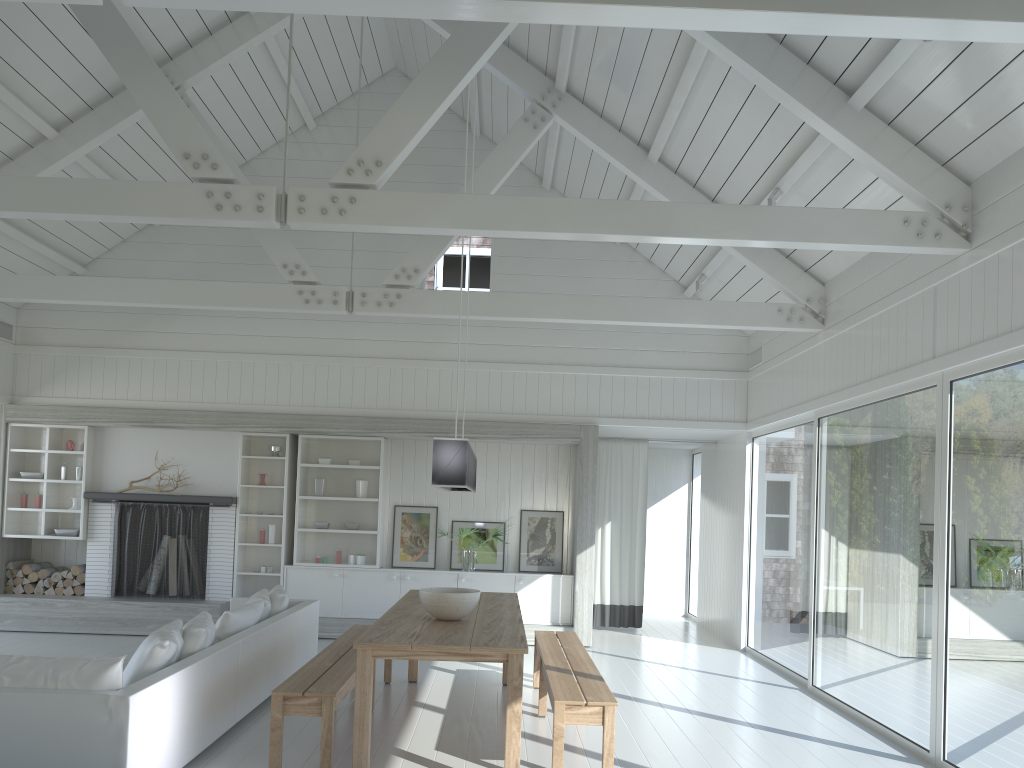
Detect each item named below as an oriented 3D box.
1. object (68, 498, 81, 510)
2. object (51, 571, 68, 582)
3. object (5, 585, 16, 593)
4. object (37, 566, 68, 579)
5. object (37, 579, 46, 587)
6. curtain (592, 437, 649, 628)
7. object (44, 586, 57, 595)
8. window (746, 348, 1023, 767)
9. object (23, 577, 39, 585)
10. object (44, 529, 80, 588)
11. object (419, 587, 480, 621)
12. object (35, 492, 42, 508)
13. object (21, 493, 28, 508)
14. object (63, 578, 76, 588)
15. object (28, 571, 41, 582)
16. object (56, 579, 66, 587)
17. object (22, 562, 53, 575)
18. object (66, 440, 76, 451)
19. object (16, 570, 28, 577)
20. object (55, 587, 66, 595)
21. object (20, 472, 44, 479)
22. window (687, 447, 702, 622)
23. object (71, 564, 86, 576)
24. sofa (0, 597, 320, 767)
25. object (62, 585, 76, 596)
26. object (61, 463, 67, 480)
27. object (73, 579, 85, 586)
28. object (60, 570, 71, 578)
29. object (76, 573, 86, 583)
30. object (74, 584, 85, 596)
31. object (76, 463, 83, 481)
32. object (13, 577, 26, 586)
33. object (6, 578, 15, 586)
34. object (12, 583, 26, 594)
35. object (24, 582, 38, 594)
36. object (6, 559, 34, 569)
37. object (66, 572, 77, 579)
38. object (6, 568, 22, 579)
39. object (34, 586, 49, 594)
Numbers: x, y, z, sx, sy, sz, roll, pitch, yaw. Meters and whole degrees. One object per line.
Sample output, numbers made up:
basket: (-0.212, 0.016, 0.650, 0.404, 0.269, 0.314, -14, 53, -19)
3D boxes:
object: (-4.814, 1.319, 9.712, 0.137, 0.129, 0.138, 3, -5, -13)
object: (-4.991, 2.146, 9.884, 0.109, 0.109, 0.498, 2, -8, -2)
object: (-5.496, 2.287, 9.881, 0.108, 0.105, 0.518, 2, -8, -2)
object: (-5.144, 2.114, 9.883, 0.109, 0.109, 0.498, 2, -8, -2)
object: (-5.161, 2.206, 9.867, 0.080, 0.079, 0.481, 2, -8, -2)
curtain: (1.185, 1.844, 11.016, 1.006, 2.362, 0.117, 2, -2, 0)
object: (-5.050, 2.318, 9.894, 0.134, 0.146, 0.552, 2, -8, -1)
window: (2.672, 0.977, 4.298, 0.080, 2.406, 11.007, 2, -8, 0)
object: (-5.312, 2.188, 9.871, 0.080, 0.079, 0.481, 2, -8, -2)
object: (-4.994, 1.938, 9.854, 0.341, 0.641, 0.615, 3, -5, -15)
object: (-0.398, 1.404, 5.603, 0.389, 0.184, 0.392, 3, -7, -9)
object: (-5.217, 1.272, 9.711, 0.054, 0.195, 0.054, 2, -2, 0)
object: (-5.369, 1.266, 9.709, 0.054, 0.195, 0.054, 2, -2, 0)
object: (-4.863, 2.214, 9.883, 0.109, 0.109, 0.498, 2, -8, -2)
object: (-5.248, 2.145, 9.880, 0.109, 0.109, 0.498, 2, -8, -2)
object: (-4.948, 2.214, 9.869, 0.080, 0.079, 0.481, 2, -8, -2)
object: (-5.316, 2.064, 9.882, 0.110, 0.110, 0.498, 2, -8, -2)
object: (-4.868, 0.681, 9.724, 0.231, 0.126, 0.059, -4, -6, 44)
object: (-5.390, 2.102, 9.867, 0.080, 0.079, 0.481, 2, -8, -2)
object: (-4.953, 2.307, 9.888, 0.108, 0.105, 0.518, 2, -8, -2)
object: (-5.278, 1.015, 9.733, 0.242, 0.072, 0.244, 4, -8, -15)
window: (2.592, 2.103, 12.335, 0.038, 2.419, 0.950, 2, -3, 0)
object: (-4.781, 2.078, 9.889, 0.110, 0.110, 0.498, 2, -8, -2)
sofa: (-3.476, 1.827, 5.970, 3.476, 0.734, 4.164, 2, -8, -1)
object: (-4.851, 2.307, 9.897, 0.134, 0.146, 0.552, 2, -8, -1)
object: (-4.941, 0.964, 9.724, 0.054, 0.195, 0.054, 2, -2, 0)
object: (-4.769, 2.208, 9.878, 0.080, 0.079, 0.481, 2, -8, -2)
object: (-4.910, 2.109, 9.873, 0.086, 0.091, 0.482, 2, -8, -2)
object: (-4.720, 2.160, 9.887, 0.109, 0.109, 0.498, 2, -8, -2)
object: (-4.747, 2.293, 9.883, 0.110, 0.110, 0.498, 2, -8, -2)
object: (-4.775, 0.970, 9.726, 0.054, 0.195, 0.054, 2, -2, 0)
object: (-5.405, 2.194, 9.877, 0.109, 0.109, 0.498, 2, -8, -2)
object: (-5.491, 2.194, 9.862, 0.080, 0.079, 0.481, 2, -8, -2)
object: (-5.394, 2.287, 9.890, 0.134, 0.146, 0.552, 2, -8, -1)
object: (-5.289, 2.273, 9.876, 0.110, 0.110, 0.498, 2, -8, -2)
object: (-5.500, 2.015, 9.868, 0.080, 0.079, 0.481, 2, -8, -2)
object: (-4.847, 2.122, 9.873, 0.080, 0.079, 0.481, 2, -8, -2)
object: (-5.487, 2.107, 9.878, 0.109, 0.109, 0.498, 2, -8, -2)
object: (-5.176, 2.279, 9.885, 0.105, 0.114, 0.520, 2, -8, -1)
